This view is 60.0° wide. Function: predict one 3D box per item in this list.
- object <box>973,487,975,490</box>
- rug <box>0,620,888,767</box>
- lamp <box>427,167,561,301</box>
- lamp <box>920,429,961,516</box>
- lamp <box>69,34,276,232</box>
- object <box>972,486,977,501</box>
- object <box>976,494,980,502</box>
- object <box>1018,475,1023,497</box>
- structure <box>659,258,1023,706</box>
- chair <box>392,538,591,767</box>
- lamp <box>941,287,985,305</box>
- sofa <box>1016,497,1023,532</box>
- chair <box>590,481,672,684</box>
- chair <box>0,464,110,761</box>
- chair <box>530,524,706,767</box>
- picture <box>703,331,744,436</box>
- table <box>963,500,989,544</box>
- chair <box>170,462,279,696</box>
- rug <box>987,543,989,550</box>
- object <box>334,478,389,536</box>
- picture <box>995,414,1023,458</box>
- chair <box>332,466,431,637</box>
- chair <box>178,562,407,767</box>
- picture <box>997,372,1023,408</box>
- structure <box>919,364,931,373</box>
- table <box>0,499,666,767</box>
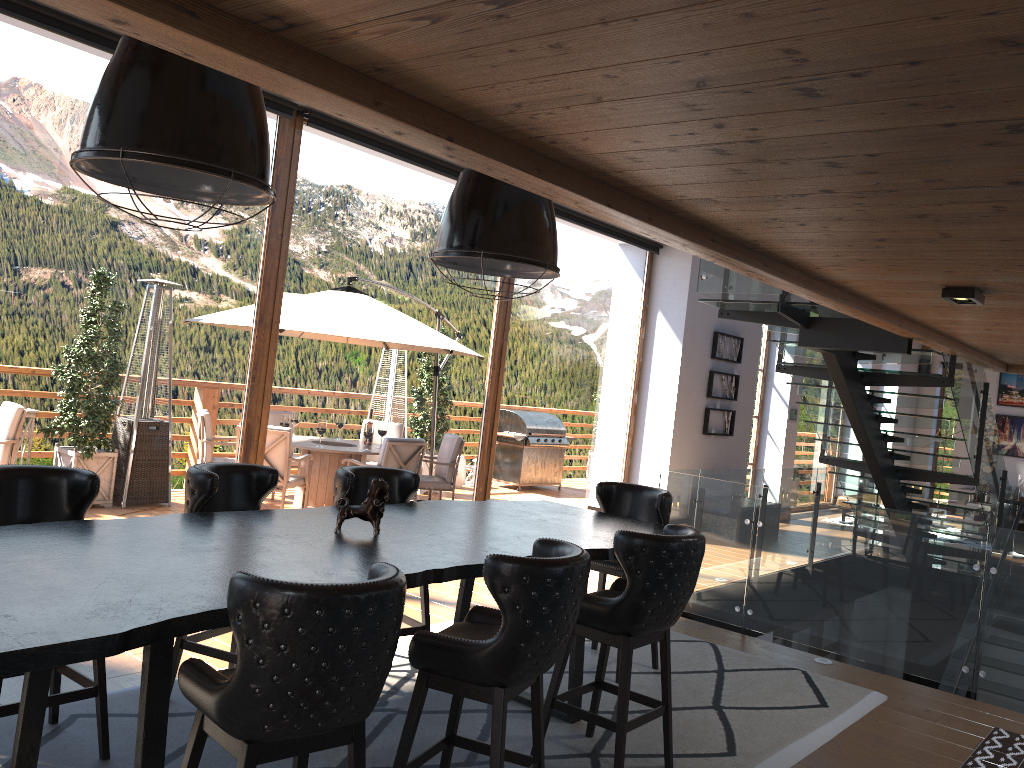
[{"bbox_3d":[9.391,2.049,17.671,0.227,0.183,0.404,7,0,-7],"label":"object"},{"bbox_3d":[-0.404,1.603,4.002,2.524,0.047,5.693,7,0,39],"label":"rug"},{"bbox_3d":[0.166,-2.729,4.155,0.623,4.686,0.620,7,-1,-6],"label":"lamp"},{"bbox_3d":[8.465,1.619,17.313,1.335,1.899,0.522,7,-1,-31],"label":"lamp"},{"bbox_3d":[-0.837,-2.839,2.900,0.623,4.686,0.620,7,-1,-6],"label":"lamp"},{"bbox_3d":[7.274,1.695,13.898,0.088,0.286,0.087,7,-1,-39],"label":"object"},{"bbox_3d":[7.282,1.696,13.806,0.088,0.286,0.087,7,-1,-12],"label":"object"},{"bbox_3d":[9.950,1.945,17.150,0.258,0.532,0.428,6,0,8],"label":"object"},{"bbox_3d":[1.320,1.396,9.138,9.110,6.399,11.146,6,0,39],"label":"structure"},{"bbox_3d":[-0.065,1.095,3.093,0.564,1.092,0.508,6,-1,23],"label":"chair"},{"bbox_3d":[2.330,-0.460,4.574,0.153,0.068,0.264,7,0,39],"label":"lamp"},{"bbox_3d":[8.161,2.131,12.500,2.538,0.838,1.253,7,0,38],"label":"sofa"},{"bbox_3d":[0.644,1.168,5.379,0.498,1.092,0.574,6,-1,38],"label":"chair"},{"bbox_3d":[-1.871,0.889,3.413,0.562,1.092,0.509,6,-1,38],"label":"chair"},{"bbox_3d":[0.503,1.157,3.882,0.562,1.092,0.509,6,-1,38],"label":"chair"},{"bbox_3d":[2.745,0.014,11.486,0.058,1.312,0.782,6,-1,39],"label":"picture"},{"bbox_3d":[7.296,2.144,13.848,0.401,0.609,0.422,6,-1,39],"label":"table"},{"bbox_3d":[-1.303,0.951,4.203,0.564,1.092,0.508,6,-1,23],"label":"chair"},{"bbox_3d":[7.150,2.406,13.915,3.766,0.053,2.458,7,0,39],"label":"rug"},{"bbox_3d":[-0.649,0.521,3.827,0.221,0.253,0.116,6,-1,1],"label":"object"},{"bbox_3d":[10.047,1.051,17.604,0.870,0.816,0.036,6,-1,39],"label":"picture"},{"bbox_3d":[-0.738,1.022,4.808,0.510,1.092,0.562,7,-1,-42],"label":"chair"},{"bbox_3d":[-0.632,1.042,2.487,0.510,1.092,0.562,7,-1,-42],"label":"chair"},{"bbox_3d":[10.159,0.062,17.616,0.870,0.816,0.036,6,-1,39],"label":"picture"},{"bbox_3d":[8.710,-0.340,18.700,0.211,0.349,0.216,6,-1,39],"label":"structure"},{"bbox_3d":[-0.602,1.124,3.791,1.414,0.950,3.838,6,0,39],"label":"table"}]
